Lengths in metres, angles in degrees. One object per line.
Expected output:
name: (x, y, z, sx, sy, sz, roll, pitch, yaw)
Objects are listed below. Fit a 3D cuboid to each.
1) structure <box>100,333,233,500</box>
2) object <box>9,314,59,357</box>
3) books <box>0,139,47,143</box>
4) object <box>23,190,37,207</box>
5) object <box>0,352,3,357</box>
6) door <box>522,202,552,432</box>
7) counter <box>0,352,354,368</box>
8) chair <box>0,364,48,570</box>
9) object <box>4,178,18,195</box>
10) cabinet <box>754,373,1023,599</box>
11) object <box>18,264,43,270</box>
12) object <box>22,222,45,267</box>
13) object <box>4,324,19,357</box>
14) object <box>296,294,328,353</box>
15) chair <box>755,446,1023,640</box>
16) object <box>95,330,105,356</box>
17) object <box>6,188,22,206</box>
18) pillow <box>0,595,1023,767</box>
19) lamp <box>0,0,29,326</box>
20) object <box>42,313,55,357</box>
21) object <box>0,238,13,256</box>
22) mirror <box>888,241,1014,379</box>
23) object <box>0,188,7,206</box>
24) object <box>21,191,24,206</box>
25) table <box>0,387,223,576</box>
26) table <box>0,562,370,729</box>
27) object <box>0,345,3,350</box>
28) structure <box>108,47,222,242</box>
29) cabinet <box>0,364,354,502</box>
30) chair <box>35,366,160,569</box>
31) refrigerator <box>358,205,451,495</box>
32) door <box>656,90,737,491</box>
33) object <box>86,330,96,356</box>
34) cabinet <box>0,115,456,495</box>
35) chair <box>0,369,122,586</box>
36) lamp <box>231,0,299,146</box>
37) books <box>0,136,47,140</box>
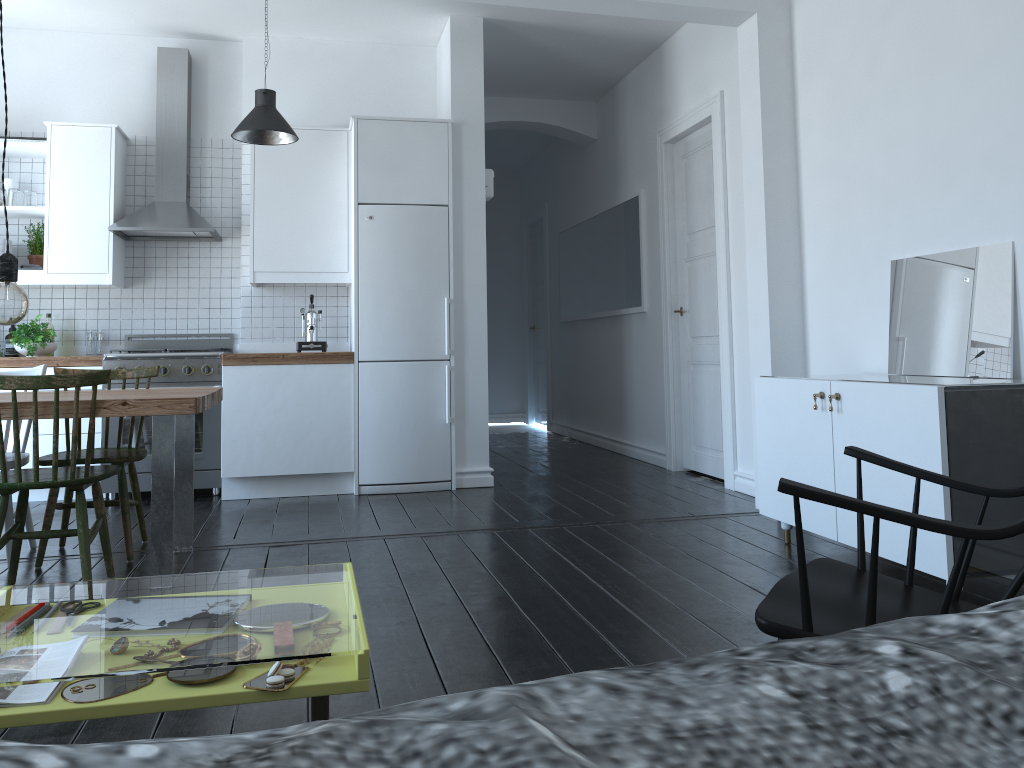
structure: (-2.192, 0.181, 5.658, 0.700, 1.028, 0.718, 0, -2, -13)
object: (-3.011, -0.305, 5.545, 0.271, 0.271, 0.336, 0, -1, -23)
books: (-3.192, -1.554, 5.767, 0.350, 0.038, 0.260, -1, 2, -14)
object: (-3.095, -1.182, 5.656, 0.086, 0.120, 0.086, 1, -3, -44)
object: (-3.374, -0.197, 5.431, 0.469, 0.310, 0.282, -1, -1, -40)
door: (0.320, -0.755, 10.007, 0.116, 2.496, 1.063, 0, -4, -13)
counter: (-2.582, -0.140, 5.531, 3.099, 0.074, 0.843, -1, 2, -13)
chair: (-2.346, 0.341, 3.866, 0.466, 0.849, 0.506, 0, -3, -13)
object: (-3.302, -1.234, 5.789, 0.085, 0.224, 0.084, -1, -4, -6)
cabinet: (1.486, 0.347, 3.445, 0.590, 0.740, 1.196, 0, 0, -13)
object: (-3.089, -0.739, 5.661, 0.246, 0.042, 0.276, -2, 2, -20)
object: (-3.111, -0.906, 5.807, 0.165, 0.369, 0.170, -2, -4, 24)
object: (-3.268, -0.288, 5.760, 0.085, 0.233, 0.085, -4, -5, 42)
object: (-1.306, -0.391, 5.752, 0.206, 0.373, 0.351, 0, -2, -13)
chair: (0.827, 0.294, 1.605, 0.903, 1.013, 0.610, -2, -3, 32)
object: (-2.742, -0.274, 5.863, 0.059, 0.174, 0.058, -1, -4, 1)
object: (-3.158, -1.178, 5.587, 0.086, 0.120, 0.085, -1, -2, 10)
pillow: (-0.677, 0.279, 0.082, 2.055, 0.497, 0.476, -1, -1, -8)
lamp: (-0.953, -0.861, 1.692, 0.086, 1.510, 0.074, -5, -6, 38)
object: (-3.040, -0.321, 5.772, 0.066, 0.285, 0.066, 0, -4, -18)
object: (-3.303, -0.823, 5.639, 0.149, 0.218, 0.308, 0, 0, -15)
mirror: (1.752, -0.285, 3.559, 0.054, 0.506, 0.693, 0, 0, -13)
object: (-3.245, -1.177, 5.582, 0.086, 0.120, 0.085, -1, -2, 10)
object: (-3.180, -1.181, 5.674, 0.086, 0.120, 0.086, 1, -3, -44)
table: (-2.348, 0.419, 3.442, 2.227, 0.722, 1.014, -1, 0, -13)
table: (-0.972, 0.629, 1.514, 1.400, 0.402, 0.598, -1, 0, -13)
object: (-3.369, -0.335, 5.658, 0.188, 0.356, 0.273, 1, -3, -37)
structure: (-2.287, -1.635, 5.885, 0.633, 1.316, 0.524, 0, -4, -13)
cabinet: (-2.581, 0.294, 5.554, 3.182, 0.822, 0.725, -1, -2, -5)
chair: (-1.863, 0.338, 3.959, 0.467, 0.834, 0.482, 0, -3, -14)
refrigerator: (-0.739, -0.241, 5.830, 0.576, 1.817, 0.676, 0, -4, -13)
door: (1.259, -0.616, 5.937, 0.116, 2.496, 1.033, 0, -4, -13)
object: (-2.807, -0.274, 5.869, 0.059, 0.174, 0.058, -1, -4, 1)
cabinet: (-2.277, -0.496, 5.661, 3.789, 2.393, 0.773, -1, -4, -9)
chair: (-1.698, 0.362, 3.235, 0.467, 0.834, 0.482, 0, -3, -14)
lamp: (-1.458, -1.917, 5.213, 0.385, 0.948, 0.383, -1, -4, -4)
books: (-3.195, -1.581, 5.778, 0.341, 0.016, 0.274, -1, 2, -12)
